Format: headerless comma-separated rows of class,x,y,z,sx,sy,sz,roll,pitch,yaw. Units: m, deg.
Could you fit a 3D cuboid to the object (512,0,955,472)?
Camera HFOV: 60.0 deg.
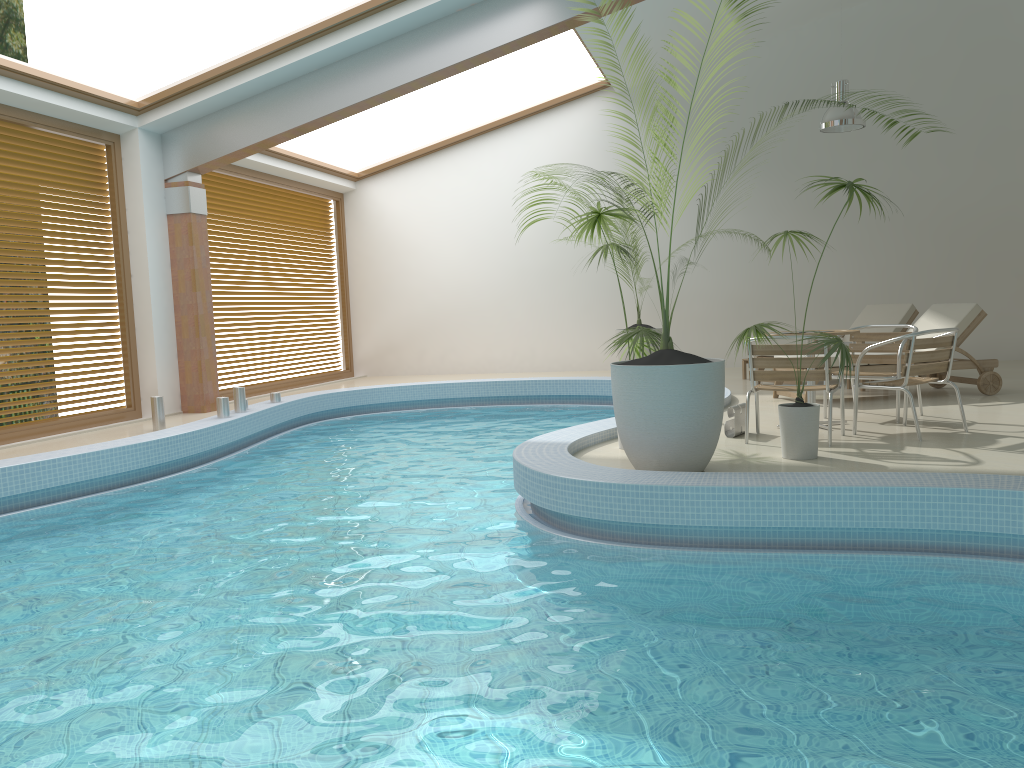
object,0.890,-0.984,5.300,2.979,2.960,2.729,0,6,32

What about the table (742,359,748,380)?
table,3.062,-0.185,10.961,0.283,0.255,0.320,-5,5,-23

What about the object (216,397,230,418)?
object,-2.769,0.225,8.498,0.115,0.194,0.115,-6,6,-34

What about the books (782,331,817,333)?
books,2.168,-0.392,6.668,0.241,0.004,0.166,-6,6,-34

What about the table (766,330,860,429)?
table,2.282,-0.037,6.762,0.700,0.720,0.700,1,6,34

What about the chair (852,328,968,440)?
chair,2.778,-0.025,6.225,0.618,0.727,0.563,-6,6,-32

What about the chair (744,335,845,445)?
chair,1.957,0.016,6.171,0.618,0.727,0.563,0,5,27

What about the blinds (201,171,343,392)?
blinds,-3.498,-1.390,12.615,0.095,2.921,4.414,-1,5,15

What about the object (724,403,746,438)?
object,1.643,0.263,6.494,0.081,0.223,0.272,1,6,35

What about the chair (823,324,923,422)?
chair,2.884,-0.101,7.091,0.563,0.727,0.618,-7,6,-42

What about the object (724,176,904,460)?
object,1.829,-0.395,5.416,0.791,1.695,1.059,-6,6,-39

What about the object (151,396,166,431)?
object,-3.339,0.278,8.373,0.115,0.320,0.115,-5,5,-26

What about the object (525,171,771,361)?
object,1.894,-1.611,12.355,2.979,2.960,2.729,-4,5,-20

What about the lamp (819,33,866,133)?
lamp,3.797,-3.940,10.221,0.506,1.958,0.505,-1,5,15

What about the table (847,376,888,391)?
table,3.699,-0.071,9.234,0.283,0.255,0.320,-3,5,-7

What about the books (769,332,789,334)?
books,2.056,-0.385,6.699,0.241,0.004,0.166,-6,6,-34

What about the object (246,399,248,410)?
object,-2.788,0.215,9.166,0.115,0.107,0.115,-5,5,-26

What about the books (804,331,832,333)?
books,2.271,-0.390,6.641,0.241,0.004,0.166,-6,6,-34

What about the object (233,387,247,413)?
object,-2.740,0.159,8.926,0.115,0.254,0.115,-6,6,-34

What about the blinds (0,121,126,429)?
blinds,-4.833,-0.918,7.623,0.095,2.921,4.200,-1,5,15

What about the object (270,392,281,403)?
object,-2.627,0.151,9.853,0.115,0.107,0.115,-5,5,-26

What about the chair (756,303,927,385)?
chair,3.823,-0.471,10.296,1.903,0.866,0.861,-5,5,-23

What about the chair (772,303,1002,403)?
chair,3.561,-0.314,8.535,1.903,0.866,0.861,-3,5,-7

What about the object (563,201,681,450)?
object,0.737,-0.404,6.115,0.791,1.695,1.059,-2,5,2
